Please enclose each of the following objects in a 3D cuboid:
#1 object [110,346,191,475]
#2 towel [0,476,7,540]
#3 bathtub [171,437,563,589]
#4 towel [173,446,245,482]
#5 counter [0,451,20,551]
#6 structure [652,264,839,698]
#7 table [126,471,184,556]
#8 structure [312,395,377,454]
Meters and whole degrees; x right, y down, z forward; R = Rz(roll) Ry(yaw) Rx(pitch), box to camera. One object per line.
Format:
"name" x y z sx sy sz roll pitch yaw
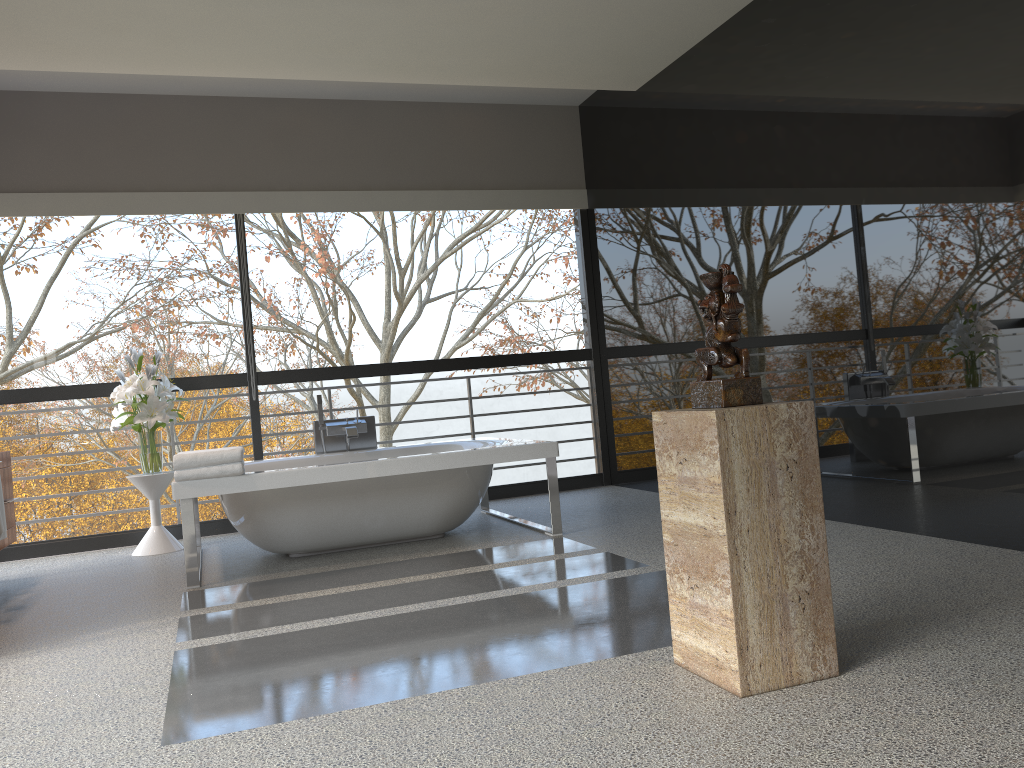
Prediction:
"object" -2.267 0.160 5.480 0.450 0.796 0.460 -5 -1 8
"towel" -2.322 0.525 3.986 0.079 0.368 0.302 -5 -1 -18
"bathtub" -0.865 0.661 5.087 1.958 0.504 1.327 -5 -1 -19
"towel" -1.469 0.393 4.329 0.322 0.145 0.305 -5 -1 -16
"counter" -2.540 0.688 3.823 0.525 0.704 1.847 -5 -1 -19
"structure" 0.590 0.219 2.352 0.292 1.074 0.328 -5 -1 -19
"table" -2.202 0.794 5.477 0.308 0.479 0.307 -4 -1 -35
"structure" -1.035 0.496 5.677 0.402 0.885 0.330 -5 -1 -19
